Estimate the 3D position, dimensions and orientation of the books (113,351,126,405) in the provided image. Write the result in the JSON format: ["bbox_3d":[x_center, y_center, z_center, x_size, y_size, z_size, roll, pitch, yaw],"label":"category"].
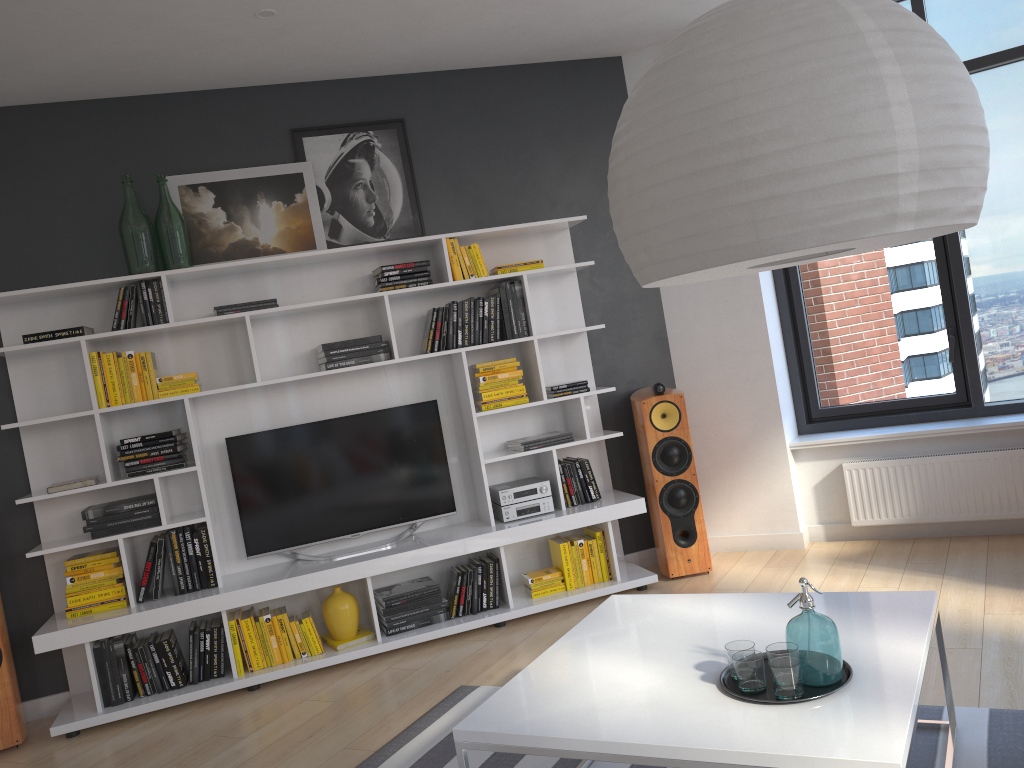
[{"bbox_3d":[-1.906,-0.026,4.338,0.015,0.263,0.199,-10,2,-15],"label":"books"}]

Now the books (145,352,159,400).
[{"bbox_3d":[-1.765,-0.039,4.375,0.024,0.234,0.172,-10,2,-15],"label":"books"}]

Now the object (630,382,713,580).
[{"bbox_3d":[0.889,0.521,5.035,0.290,1.088,0.434,-10,2,0],"label":"object"}]

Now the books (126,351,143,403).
[{"bbox_3d":[-1.841,-0.034,4.351,0.035,0.250,0.185,-10,2,-15],"label":"books"}]

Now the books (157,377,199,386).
[{"bbox_3d":[-1.649,-0.011,4.392,0.187,0.014,0.134,-10,2,-15],"label":"books"}]

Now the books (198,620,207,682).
[{"bbox_3d":[-1.514,1.302,4.341,0.075,0.254,0.192,-10,2,-16],"label":"books"}]

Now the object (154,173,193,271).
[{"bbox_3d":[-1.708,-0.799,4.430,0.157,0.507,0.157,-10,2,-2],"label":"object"}]

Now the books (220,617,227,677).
[{"bbox_3d":[-1.421,1.283,4.366,0.066,0.260,0.197,-10,2,-15],"label":"books"}]

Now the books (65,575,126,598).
[{"bbox_3d":[-2.013,0.983,4.324,0.263,0.015,0.198,-10,2,-12],"label":"books"}]

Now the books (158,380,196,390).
[{"bbox_3d":[-1.648,0.005,4.376,0.169,0.018,0.113,-10,2,-14],"label":"books"}]

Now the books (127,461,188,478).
[{"bbox_3d":[-1.739,0.417,4.358,0.263,0.026,0.189,-10,2,-17],"label":"books"}]

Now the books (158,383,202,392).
[{"bbox_3d":[-1.646,0.018,4.397,0.196,0.011,0.148,-10,2,-15],"label":"books"}]

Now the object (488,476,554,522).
[{"bbox_3d":[0.047,0.629,4.844,0.285,0.174,0.270,-10,2,-15],"label":"object"}]

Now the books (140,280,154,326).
[{"bbox_3d":[-1.787,-0.388,4.364,0.025,0.232,0.176,-10,2,-15],"label":"books"}]

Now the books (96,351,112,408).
[{"bbox_3d":[-1.967,-0.020,4.313,0.025,0.270,0.213,-10,2,-15],"label":"books"}]

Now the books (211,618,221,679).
[{"bbox_3d":[-1.452,1.293,4.357,0.084,0.249,0.191,-10,2,-15],"label":"books"}]

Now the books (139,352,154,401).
[{"bbox_3d":[-1.789,-0.035,4.364,0.024,0.234,0.172,-10,2,-15],"label":"books"}]

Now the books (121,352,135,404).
[{"bbox_3d":[-1.868,-0.029,4.346,0.019,0.251,0.180,-10,2,-15],"label":"books"}]

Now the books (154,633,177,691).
[{"bbox_3d":[-1.661,1.336,4.278,0.066,0.242,0.177,-10,2,-16],"label":"books"}]

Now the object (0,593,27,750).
[{"bbox_3d":[-2.502,1.138,4.097,0.290,1.088,0.434,-11,2,-30],"label":"object"}]

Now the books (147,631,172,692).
[{"bbox_3d":[-1.692,1.336,4.278,0.066,0.255,0.193,-10,2,-16],"label":"books"}]

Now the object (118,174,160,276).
[{"bbox_3d":[-1.840,-0.772,4.334,0.157,0.507,0.157,-10,2,-2],"label":"object"}]

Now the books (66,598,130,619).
[{"bbox_3d":[-1.986,1.072,4.301,0.270,0.029,0.204,-10,2,-10],"label":"books"}]

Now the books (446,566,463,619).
[{"bbox_3d":[-0.309,1.094,4.665,0.104,0.234,0.182,-10,2,-15],"label":"books"}]

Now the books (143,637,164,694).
[{"bbox_3d":[-1.715,1.346,4.259,0.050,0.242,0.169,-10,2,-16],"label":"books"}]

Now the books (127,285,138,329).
[{"bbox_3d":[-1.853,-0.367,4.339,0.074,0.212,0.154,-10,2,-16],"label":"books"}]

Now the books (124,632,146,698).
[{"bbox_3d":[-1.797,1.347,4.255,0.053,0.268,0.202,-10,2,-16],"label":"books"}]

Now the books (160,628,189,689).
[{"bbox_3d":[-1.629,1.326,4.291,0.083,0.249,0.191,-10,2,-15],"label":"books"}]

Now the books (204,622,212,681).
[{"bbox_3d":[-1.485,1.302,4.335,0.071,0.243,0.179,-10,2,-16],"label":"books"}]

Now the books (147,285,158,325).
[{"bbox_3d":[-1.760,-0.378,4.366,0.021,0.200,0.147,-10,2,-15],"label":"books"}]

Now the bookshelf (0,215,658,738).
[{"bbox_3d":[-0.865,0.351,4.543,3.000,2.052,0.455,-10,2,-15],"label":"bookshelf"}]

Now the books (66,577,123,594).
[{"bbox_3d":[-2.020,0.967,4.300,0.228,0.024,0.152,-10,2,-11],"label":"books"}]

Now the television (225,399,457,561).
[{"bbox_3d":[-0.872,0.525,4.653,1.102,0.704,0.207,-10,2,-15],"label":"television"}]

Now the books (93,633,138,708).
[{"bbox_3d":[-1.887,1.341,4.235,0.128,0.321,0.259,-10,2,-15],"label":"books"}]

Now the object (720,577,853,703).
[{"bbox_3d":[0.679,0.625,2.268,0.330,0.265,0.330,-11,3,-36],"label":"object"}]

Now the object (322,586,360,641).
[{"bbox_3d":[-0.866,1.154,4.491,0.185,0.257,0.185,-11,3,-38],"label":"object"}]

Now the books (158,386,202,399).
[{"bbox_3d":[-1.641,0.040,4.393,0.190,0.033,0.147,-10,2,-15],"label":"books"}]

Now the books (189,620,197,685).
[{"bbox_3d":[-1.559,1.308,4.331,0.066,0.260,0.197,-10,2,-15],"label":"books"}]

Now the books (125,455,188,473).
[{"bbox_3d":[-1.743,0.392,4.359,0.270,0.025,0.189,-10,2,-16],"label":"books"}]

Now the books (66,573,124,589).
[{"bbox_3d":[-2.017,0.944,4.320,0.251,0.019,0.180,-10,2,-15],"label":"books"}]

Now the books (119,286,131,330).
[{"bbox_3d":[-1.884,-0.361,4.343,0.087,0.214,0.171,-10,2,-15],"label":"books"}]

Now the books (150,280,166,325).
[{"bbox_3d":[-1.734,-0.391,4.375,0.038,0.218,0.169,-10,2,-15],"label":"books"}]

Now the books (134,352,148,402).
[{"bbox_3d":[-1.813,-0.033,4.361,0.023,0.239,0.169,-10,2,-15],"label":"books"}]

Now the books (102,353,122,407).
[{"bbox_3d":[-1.934,-0.019,4.328,0.044,0.255,0.198,-10,2,-15],"label":"books"}]

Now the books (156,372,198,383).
[{"bbox_3d":[-1.659,-0.030,4.402,0.186,0.026,0.138,-10,2,-15],"label":"books"}]

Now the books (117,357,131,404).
[{"bbox_3d":[-1.880,-0.013,4.323,0.024,0.229,0.156,-10,2,-16],"label":"books"}]

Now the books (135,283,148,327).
[{"bbox_3d":[-1.808,-0.377,4.352,0.021,0.221,0.156,-10,2,-15],"label":"books"}]

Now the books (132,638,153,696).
[{"bbox_3d":[-1.763,1.357,4.261,0.053,0.240,0.189,-10,2,-15],"label":"books"}]

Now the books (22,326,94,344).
[{"bbox_3d":[-2.162,-0.226,4.243,0.268,0.046,0.208,-10,2,-12],"label":"books"}]

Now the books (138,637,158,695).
[{"bbox_3d":[-1.738,1.354,4.261,0.049,0.236,0.170,-10,2,-15],"label":"books"}]

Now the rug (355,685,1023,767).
[{"bbox_3d":[0.389,1.245,2.548,2.326,0.016,1.662,-9,2,29],"label":"rug"}]

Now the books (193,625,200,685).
[{"bbox_3d":[-1.529,1.314,4.310,0.069,0.242,0.172,-10,2,-14],"label":"books"}]

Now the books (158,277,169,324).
[{"bbox_3d":[-1.707,-0.402,4.375,0.019,0.230,0.174,-10,2,-15],"label":"books"}]

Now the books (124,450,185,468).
[{"bbox_3d":[-1.759,0.366,4.374,0.266,0.030,0.209,-10,2,-17],"label":"books"}]

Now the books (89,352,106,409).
[{"bbox_3d":[-1.991,-0.016,4.298,0.029,0.270,0.204,-10,2,-15],"label":"books"}]

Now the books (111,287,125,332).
[{"bbox_3d":[-1.913,-0.356,4.329,0.096,0.213,0.166,-10,2,-17],"label":"books"}]

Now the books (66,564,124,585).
[{"bbox_3d":[-2.010,0.915,4.320,0.250,0.035,0.185,-10,2,-12],"label":"books"}]

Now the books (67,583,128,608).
[{"bbox_3d":[-2.002,1.012,4.311,0.255,0.044,0.198,-10,2,-15],"label":"books"}]
